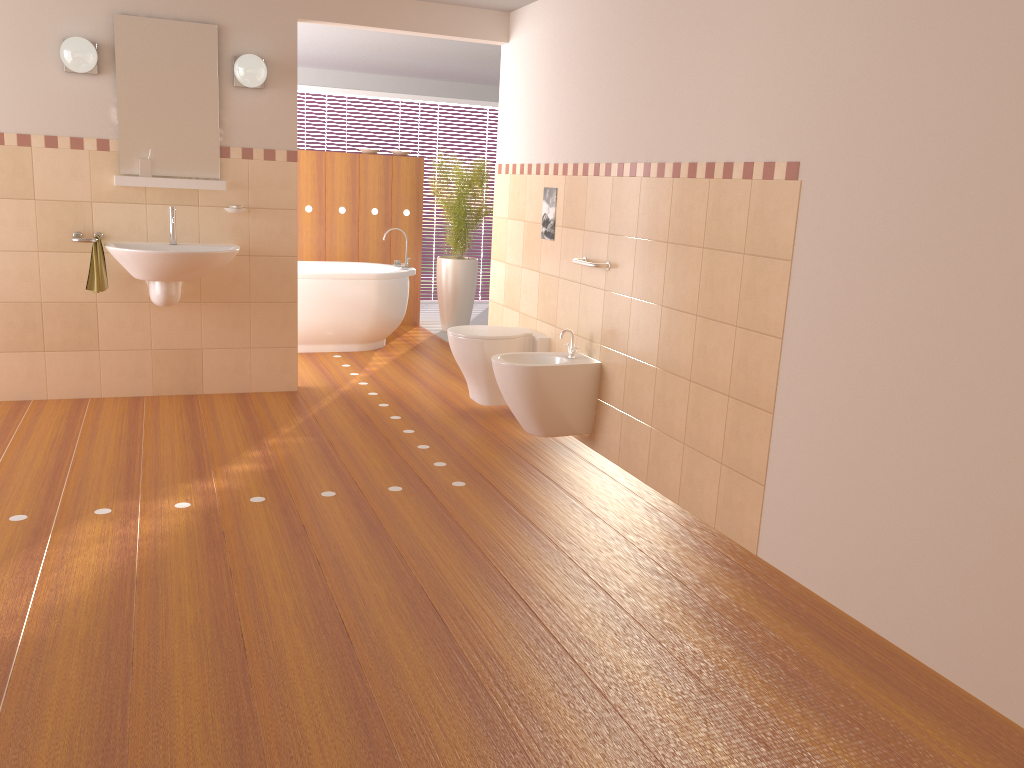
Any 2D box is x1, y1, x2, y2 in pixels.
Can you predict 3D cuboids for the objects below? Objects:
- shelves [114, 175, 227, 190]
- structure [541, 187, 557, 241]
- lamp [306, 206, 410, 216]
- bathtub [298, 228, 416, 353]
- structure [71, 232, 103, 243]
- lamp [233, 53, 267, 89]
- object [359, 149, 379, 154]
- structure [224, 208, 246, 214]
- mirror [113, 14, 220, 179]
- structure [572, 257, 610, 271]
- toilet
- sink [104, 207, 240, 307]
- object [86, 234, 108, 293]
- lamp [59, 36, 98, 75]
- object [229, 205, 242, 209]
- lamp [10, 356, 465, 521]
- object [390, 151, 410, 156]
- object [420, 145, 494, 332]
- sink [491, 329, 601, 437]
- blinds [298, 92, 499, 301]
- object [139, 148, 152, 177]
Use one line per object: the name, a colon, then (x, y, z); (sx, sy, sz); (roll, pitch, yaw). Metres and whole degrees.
shelves: (-1.825, -1.077, 4.753); (0.554, 0.050, 0.138); (-2, 14, -21)
structure: (0.201, -0.927, 4.830); (0.005, 0.279, 0.170); (-2, 14, -21)
lamp: (-1.435, -1.469, 7.499); (1.169, 0.052, 0.001); (-2, 14, -21)
bathtub: (-1.643, -0.746, 6.690); (1.874, 0.900, 0.888); (-2, 14, -21)
structure: (-2.197, -0.752, 4.574); (0.142, 0.042, 0.333); (-2, 14, -21)
lamp: (-1.399, -1.672, 4.739); (0.173, 0.173, 0.209); (-2, 14, -21)
object: (-1.224, -1.988, 7.604); (0.173, 0.046, 0.173); (-2, 14, -21)
structure: (-1.535, -0.960, 4.921); (0.117, 0.029, 0.092); (-2, 14, -21)
mirror: (-1.821, -1.510, 4.705); (0.502, 0.799, 0.008); (-2, 14, -21)
structure: (0.373, -0.587, 4.316); (0.091, 0.042, 0.295); (-2, 14, -21)
toilet: (-0.106, -0.103, 4.974); (0.534, 0.400, 0.375); (-2, 14, -21)
sink: (-1.772, -0.660, 4.656); (0.683, 0.516, 0.539); (-2, 14, -21)
object: (-2.149, -0.628, 4.618); (0.085, 0.306, 0.181); (2, 13, -6)
lamp: (-2.167, -1.645, 4.438); (0.173, 0.173, 0.209); (-2, 14, -21)
object: (-1.533, -0.982, 4.918); (0.075, 0.023, 0.050); (11, 15, 32)
lamp: (-2.197, 0.166, 4.542); (3.173, 0.001, 2.893); (-2, 14, -21)
object: (-0.971, -1.997, 7.703); (0.173, 0.046, 0.173); (-2, 14, -21)
object: (-0.361, -1.215, 7.585); (0.683, 1.557, 1.335); (5, 13, 10)
sink: (0.145, -0.013, 4.365); (0.515, 0.517, 0.335); (-2, 14, -21)
blinds: (-2.310, -1.834, 8.729); (4.712, 2.022, 0.032); (-2, 14, -21)
object: (-1.933, -1.168, 4.679); (0.063, 0.149, 0.073); (-2, 14, -21)
